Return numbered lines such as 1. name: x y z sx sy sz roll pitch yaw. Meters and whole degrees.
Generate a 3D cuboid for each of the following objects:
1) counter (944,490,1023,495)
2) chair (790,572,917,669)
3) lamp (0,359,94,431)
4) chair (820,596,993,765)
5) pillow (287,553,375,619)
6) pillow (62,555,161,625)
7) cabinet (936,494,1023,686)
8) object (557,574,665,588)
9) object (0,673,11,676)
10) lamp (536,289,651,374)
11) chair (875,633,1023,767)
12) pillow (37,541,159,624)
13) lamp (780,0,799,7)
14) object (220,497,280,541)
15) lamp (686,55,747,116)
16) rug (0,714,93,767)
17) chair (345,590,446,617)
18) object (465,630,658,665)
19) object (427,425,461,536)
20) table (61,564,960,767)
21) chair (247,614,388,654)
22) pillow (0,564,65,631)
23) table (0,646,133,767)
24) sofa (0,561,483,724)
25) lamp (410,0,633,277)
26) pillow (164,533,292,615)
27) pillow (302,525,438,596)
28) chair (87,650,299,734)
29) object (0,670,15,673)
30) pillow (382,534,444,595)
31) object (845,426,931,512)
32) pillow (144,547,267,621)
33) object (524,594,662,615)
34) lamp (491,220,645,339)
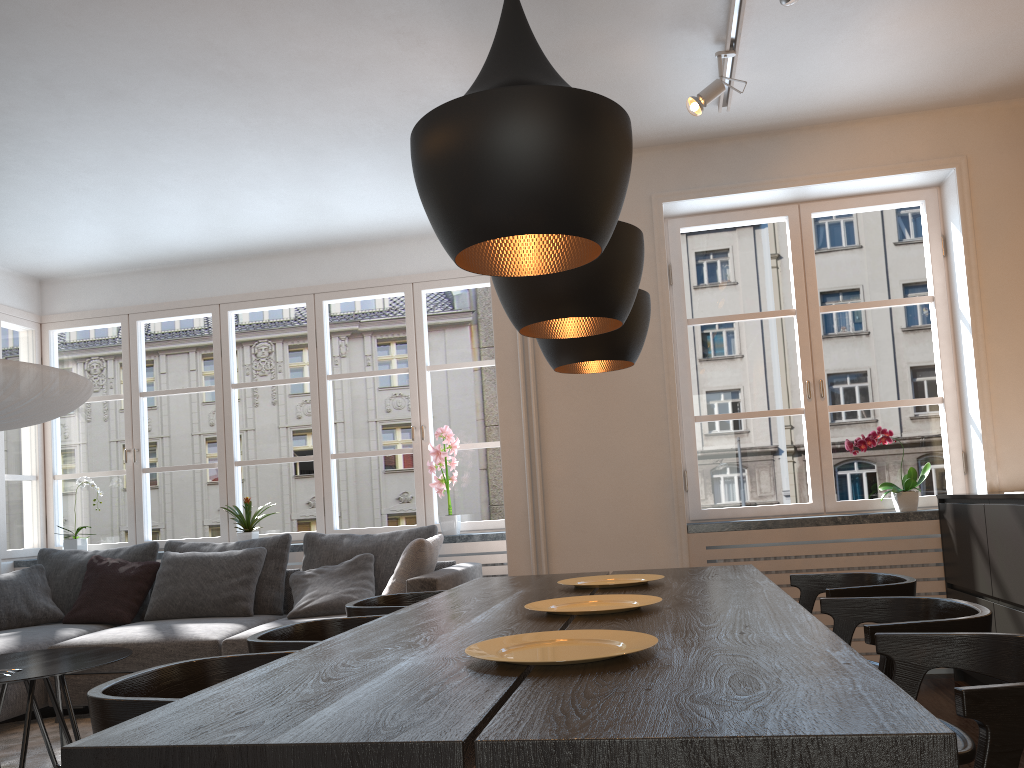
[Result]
1. counter: 1.962 0.185 1.735 0.732 0.002 5.093 -5 -8 10
2. chair: 0.976 0.940 2.711 0.520 0.667 0.597 -4 -6 6
3. lamp: -2.588 0.092 3.763 1.471 0.208 1.479 4 -11 -43
4. chair: 0.822 0.852 2.017 0.520 0.667 0.597 -4 -6 8
5. pillow: -1.003 1.118 4.909 0.492 0.319 0.447 -3 -7 -8
6. pillow: -2.374 1.214 5.239 0.522 0.401 0.312 -5 -6 12
7. cabinet: 1.990 0.630 1.705 0.733 0.893 5.096 -5 -8 10
8. object: 0.329 0.659 2.946 0.356 0.016 0.358 -5 -8 13
9. object: -1.856 1.028 3.119 0.168 0.015 0.015 -3 -6 -3
10. lamp: 0.262 -0.324 3.023 0.413 0.538 0.411 -9 -7 43
11. chair: 0.713 0.774 1.419 0.520 0.667 0.596 -4 -6 9
12. pillow: -2.598 1.233 5.439 0.837 0.475 0.276 -5 -5 10
13. lamp: 0.827 -1.342 2.800 0.251 0.237 0.085 1 -6 -39
14. object: -1.700 0.896 5.765 0.376 0.326 0.325 -2 -6 -15
15. lamp: 0.835 -1.223 3.635 0.250 0.238 0.085 -3 -4 -3
16. rug: -2.028 1.538 3.282 2.835 0.012 2.860 -2 -8 -10
17. chair: -0.267 1.051 2.952 0.520 0.667 0.596 -4 -6 8
18. object: 0.091 0.489 1.633 0.356 0.016 0.358 -5 -8 13
19. object: -0.422 0.606 5.560 0.201 0.686 0.299 -3 -5 -11
20. table: 0.191 0.920 2.257 1.107 0.674 2.517 -5 -8 10
21. chair: -0.383 0.964 2.280 0.520 0.667 0.596 -5 -6 10
22. pillow: -2.945 1.257 5.193 0.515 0.357 0.349 2 -8 -41
23. table: -1.898 1.310 3.369 0.848 0.469 0.852 -5 -7 12
24. sofa: -1.827 1.354 4.408 3.070 0.667 2.053 -5 -8 10
25. lamp: 0.013 -0.502 1.651 0.411 0.538 0.413 0 -6 -33
26. pillow: -1.741 1.158 5.298 0.840 0.472 0.278 -5 -5 10
27. pillow: -0.845 1.080 5.128 0.837 0.474 0.276 -5 -5 10
28. chair: -0.492 0.886 1.678 0.520 0.667 0.597 -4 -6 8
29. object: -1.868 1.033 3.160 0.163 0.016 0.025 -1 -7 -15
30. pillow: -0.527 1.004 4.604 0.287 0.412 0.497 -4 -6 9
31. object: 1.876 0.422 4.407 0.405 0.434 0.231 -2 -5 -14
32. pillow: -1.779 1.166 5.158 0.667 0.395 0.294 -5 -5 10
33. object: 0.210 0.574 2.290 0.355 0.016 0.358 -2 -8 -9
34. lamp: 0.138 -0.413 2.337 0.410 0.538 0.414 -2 -5 -14
